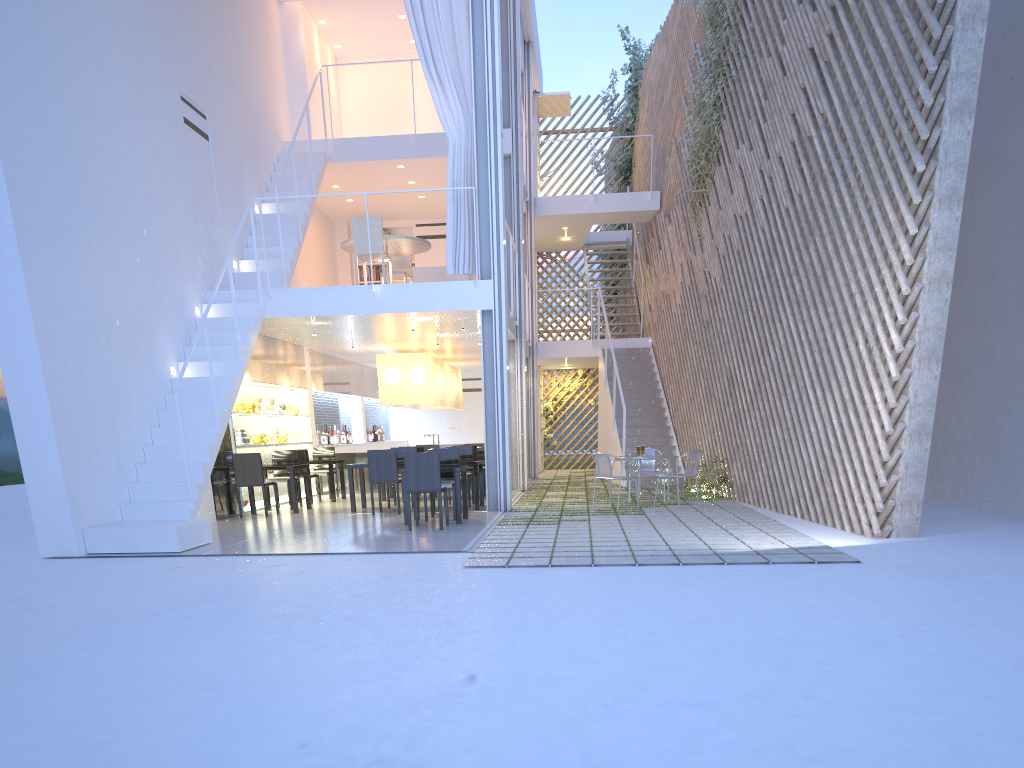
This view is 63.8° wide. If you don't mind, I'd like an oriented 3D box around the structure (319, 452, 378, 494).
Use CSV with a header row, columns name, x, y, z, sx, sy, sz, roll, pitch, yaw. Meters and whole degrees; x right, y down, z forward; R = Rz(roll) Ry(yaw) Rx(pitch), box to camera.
name,x,y,z,sx,sy,sz,roll,pitch,yaw
structure,-1.476,0.806,7.406,0.556,0.398,0.011,-1,17,5

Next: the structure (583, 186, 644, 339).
name,x,y,z,sx,sy,sz,roll,pitch,yaw
structure,1.135,-1.383,9.377,0.537,2.017,1.160,-2,12,-1

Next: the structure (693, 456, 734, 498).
name,x,y,z,sx,sy,sz,roll,pitch,yaw
structure,1.495,0.694,6.092,0.295,0.346,0.295,-3,9,-10

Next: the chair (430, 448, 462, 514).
name,x,y,z,sx,sy,sz,roll,pitch,yaw
chair,-0.424,0.645,5.488,0.192,0.470,0.218,0,13,5

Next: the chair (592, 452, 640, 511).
name,x,y,z,sx,sy,sz,roll,pitch,yaw
chair,0.664,0.637,5.419,0.239,0.407,0.251,-11,15,-39

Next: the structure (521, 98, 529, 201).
name,x,y,z,sx,sy,sz,roll,pitch,yaw
structure,0.084,-2.147,7.251,0.028,0.583,1.613,0,-1,5

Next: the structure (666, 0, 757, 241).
name,x,y,z,sx,sy,sz,roll,pitch,yaw
structure,1.596,-2.274,5.836,0.743,2.910,2.192,-2,10,-4

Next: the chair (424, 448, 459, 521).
name,x,y,z,sx,sy,sz,roll,pitch,yaw
chair,-0.432,0.621,5.065,0.192,0.470,0.218,0,13,5

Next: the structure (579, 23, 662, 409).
name,x,y,z,sx,sy,sz,roll,pitch,yaw
structure,1.390,-1.600,10.823,1.119,4.839,3.054,-1,11,3

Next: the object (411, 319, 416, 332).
name,x,y,z,sx,sy,sz,roll,pitch,yaw
object,-0.660,-0.392,5.488,0.029,0.085,0.026,3,16,15

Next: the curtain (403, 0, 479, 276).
name,x,y,z,sx,sy,sz,roll,pitch,yaw
curtain,-0.480,-1.922,4.813,0.516,2.593,0.088,-1,17,1

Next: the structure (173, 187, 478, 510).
name,x,y,z,sx,sy,sz,roll,pitch,yaw
structure,-0.937,-0.262,4.563,1.367,1.917,1.337,-1,10,5

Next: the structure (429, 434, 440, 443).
name,x,y,z,sx,sy,sz,roll,pitch,yaw
structure,-0.863,0.620,9.131,0.113,0.133,0.031,-1,16,4

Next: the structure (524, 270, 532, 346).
name,x,y,z,sx,sy,sz,roll,pitch,yaw
structure,0.117,-0.730,7.682,0.028,0.583,1.613,0,-1,5

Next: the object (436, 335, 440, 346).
name,x,y,z,sx,sy,sz,roll,pitch,yaw
object,-0.582,-0.341,6.428,0.029,0.085,0.026,3,16,15

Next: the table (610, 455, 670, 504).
name,x,y,z,sx,sy,sz,roll,pitch,yaw
table,0.879,0.666,5.670,0.340,0.357,0.333,-6,9,-33

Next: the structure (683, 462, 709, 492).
name,x,y,z,sx,sy,sz,roll,pitch,yaw
structure,1.528,0.762,6.717,0.266,0.279,0.245,0,8,12

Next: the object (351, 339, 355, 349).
name,x,y,z,sx,sy,sz,roll,pitch,yaw
object,-1.257,-0.320,6.484,0.029,0.085,0.026,3,16,15

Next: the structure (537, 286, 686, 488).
name,x,y,z,sx,sy,sz,roll,pitch,yaw
structure,0.901,-0.023,7.954,1.185,2.095,1.830,-2,8,-2

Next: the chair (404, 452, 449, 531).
name,x,y,z,sx,sy,sz,roll,pitch,yaw
chair,-0.472,0.596,4.589,0.192,0.470,0.218,0,13,5

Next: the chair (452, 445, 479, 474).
name,x,y,z,sx,sy,sz,roll,pitch,yaw
chair,-0.346,0.694,6.419,0.192,0.470,0.218,0,13,5

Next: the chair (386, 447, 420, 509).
name,x,y,z,sx,sy,sz,roll,pitch,yaw
chair,-0.796,0.681,5.965,0.192,0.470,0.218,0,13,5

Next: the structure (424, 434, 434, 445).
name,x,y,z,sx,sy,sz,roll,pitch,yaw
structure,-0.889,0.603,8.811,0.113,0.133,0.031,-1,16,4

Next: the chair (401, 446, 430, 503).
name,x,y,z,sx,sy,sz,roll,pitch,yaw
chair,-0.755,0.707,6.453,0.192,0.470,0.218,0,13,5

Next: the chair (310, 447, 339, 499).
name,x,y,z,sx,sy,sz,roll,pitch,yaw
chair,-1.614,0.759,6.984,0.192,0.470,0.218,0,13,5

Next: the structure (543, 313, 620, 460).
name,x,y,z,sx,sy,sz,roll,pitch,yaw
structure,0.836,0.104,10.587,1.145,2.141,0.264,0,17,4

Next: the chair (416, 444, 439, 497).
name,x,y,z,sx,sy,sz,roll,pitch,yaw
chair,-0.718,0.731,6.896,0.192,0.470,0.218,0,13,5

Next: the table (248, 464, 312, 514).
name,x,y,z,sx,sy,sz,roll,pitch,yaw
table,-1.657,0.746,5.865,0.359,0.355,0.329,-1,8,5

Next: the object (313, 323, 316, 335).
name,x,y,z,sx,sy,sz,roll,pitch,yaw
object,-1.336,-0.370,5.544,0.029,0.085,0.026,3,16,15

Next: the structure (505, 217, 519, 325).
name,x,y,z,sx,sy,sz,roll,pitch,yaw
structure,-0.029,-0.823,5.937,0.028,0.583,1.611,0,-1,5

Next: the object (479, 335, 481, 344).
name,x,y,z,sx,sy,sz,roll,pitch,yaw
object,-0.247,-0.352,6.400,0.029,0.085,0.026,3,16,15

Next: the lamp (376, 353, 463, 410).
name,x,y,z,sx,sy,sz,roll,pitch,yaw
lamp,-0.871,0.015,8.288,0.448,0.445,2.188,-1,-2,5

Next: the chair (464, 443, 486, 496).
name,x,y,z,sx,sy,sz,roll,pitch,yaw
chair,-0.309,0.718,6.862,0.192,0.470,0.218,0,13,5

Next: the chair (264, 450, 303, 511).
name,x,y,z,sx,sy,sz,roll,pitch,yaw
chair,-1.692,0.710,6.053,0.192,0.470,0.218,0,13,5

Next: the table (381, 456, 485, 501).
name,x,y,z,sx,sy,sz,roll,pitch,yaw
table,-0.589,0.762,6.666,0.916,0.355,0.329,-2,8,5

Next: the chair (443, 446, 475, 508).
name,x,y,z,sx,sy,sz,roll,pitch,yaw
chair,-0.387,0.668,5.931,0.192,0.470,0.218,0,13,5

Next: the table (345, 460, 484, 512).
name,x,y,z,sx,sy,sz,roll,pitch,yaw
table,-0.663,0.715,5.783,0.916,0.355,0.329,-2,8,5

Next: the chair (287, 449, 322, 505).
name,x,y,z,sx,sy,sz,roll,pitch,yaw
chair,-1.654,0.734,6.508,0.192,0.470,0.218,0,13,5

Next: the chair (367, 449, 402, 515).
name,x,y,z,sx,sy,sz,roll,pitch,yaw
chair,-0.833,0.657,5.522,0.192,0.470,0.218,0,13,5

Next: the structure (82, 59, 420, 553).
name,x,y,z,sx,sy,sz,roll,pitch,yaw
structure,-1.076,-0.836,5.088,1.732,3.535,3.420,0,7,5

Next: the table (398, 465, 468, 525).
name,x,y,z,sx,sy,sz,roll,pitch,yaw
table,-0.456,0.662,4.923,0.359,0.355,0.329,-1,8,5

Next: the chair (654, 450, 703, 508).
name,x,y,z,sx,sy,sz,roll,pitch,yaw
chair,1.121,0.627,5.460,0.240,0.407,0.250,10,16,44

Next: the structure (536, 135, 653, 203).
name,x,y,z,sx,sy,sz,roll,pitch,yaw
structure,0.809,-2.113,8.146,1.140,0.611,0.025,-1,17,5

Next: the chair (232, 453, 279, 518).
name,x,y,z,sx,sy,sz,roll,pitch,yaw
chair,-1.732,0.685,5.577,0.192,0.470,0.218,0,13,5

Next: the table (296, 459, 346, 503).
name,x,y,z,sx,sy,sz,roll,pitch,yaw
table,-1.583,0.793,6.747,0.359,0.355,0.329,-1,8,5

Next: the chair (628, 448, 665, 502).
name,x,y,z,sx,sy,sz,roll,pitch,yaw
chair,0.972,0.658,5.954,0.263,0.407,0.228,0,12,5
